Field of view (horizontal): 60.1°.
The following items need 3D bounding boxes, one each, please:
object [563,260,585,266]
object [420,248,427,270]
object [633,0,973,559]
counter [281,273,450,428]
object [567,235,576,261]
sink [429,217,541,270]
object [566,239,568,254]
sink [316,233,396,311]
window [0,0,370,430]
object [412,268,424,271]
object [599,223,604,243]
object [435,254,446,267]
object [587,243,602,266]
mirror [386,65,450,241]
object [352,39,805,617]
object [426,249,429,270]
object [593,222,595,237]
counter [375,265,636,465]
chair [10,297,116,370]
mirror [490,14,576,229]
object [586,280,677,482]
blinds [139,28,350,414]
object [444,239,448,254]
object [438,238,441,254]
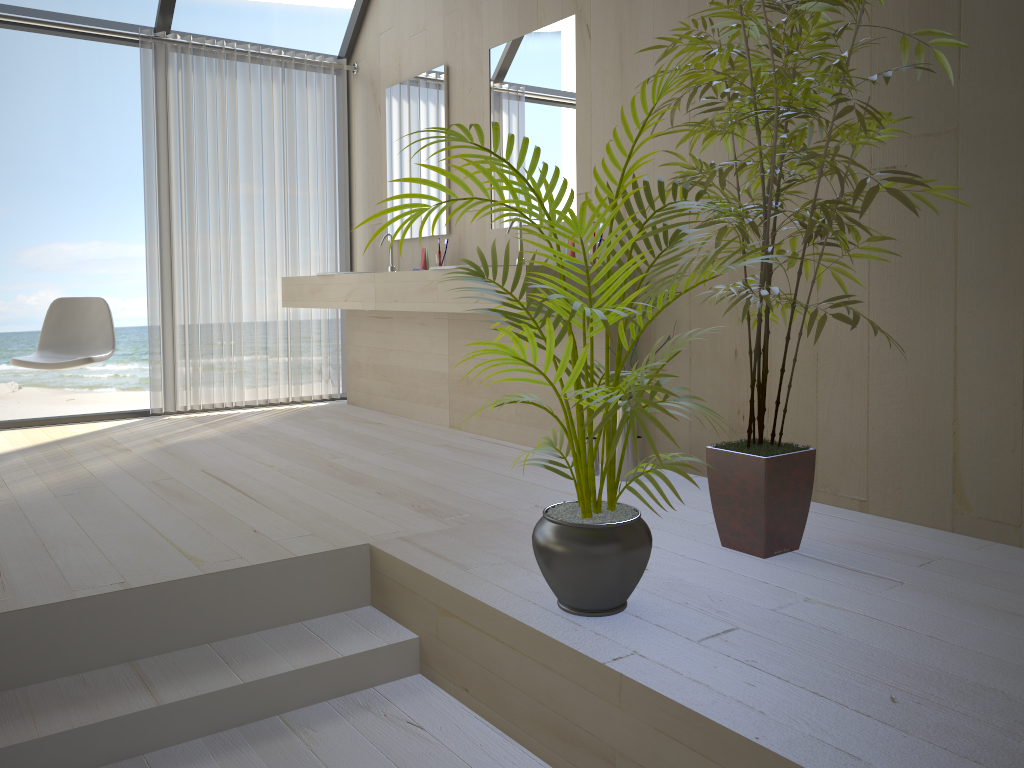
[{"bbox_3d":[0.242,-0.477,3.503,0.104,0.029,0.033,0,5,5],"label":"object"},{"bbox_3d":[-0.456,-0.633,4.566,0.039,0.134,0.039,0,3,13],"label":"object"},{"bbox_3d":[0.707,-0.437,2.324,0.787,1.751,0.938,-1,3,-10],"label":"object"},{"bbox_3d":[-0.763,-0.197,4.827,0.551,0.788,1.208,-3,6,-35],"label":"counter"},{"bbox_3d":[0.239,-0.535,3.581,0.039,0.134,0.039,0,3,6],"label":"object"},{"bbox_3d":[-0.092,-0.506,3.767,0.504,0.418,0.575,-3,6,-32],"label":"sink"},{"bbox_3d":[0.240,-0.547,3.695,0.039,0.134,0.039,0,3,6],"label":"object"},{"bbox_3d":[-0.787,-0.604,4.752,0.504,0.418,0.575,-3,6,-32],"label":"sink"},{"bbox_3d":[-2.719,-1.123,4.016,4.568,2.805,0.746,-4,4,-35],"label":"window"},{"bbox_3d":[-0.452,-0.575,4.488,0.104,0.029,0.033,0,5,5],"label":"object"},{"bbox_3d":[0.345,-0.555,3.537,0.054,0.175,0.012,-1,3,-10],"label":"object"},{"bbox_3d":[-0.365,-0.611,4.521,0.058,0.100,0.058,-2,4,-28],"label":"object"},{"bbox_3d":[0.329,-0.513,3.536,0.058,0.100,0.059,-2,4,-25],"label":"object"},{"bbox_3d":[-0.525,-1.238,4.850,0.023,0.866,0.655,-2,4,-35],"label":"mirror"},{"bbox_3d":[0.122,-0.096,1.874,0.916,1.153,0.753,-1,4,-2],"label":"object"},{"bbox_3d":[-0.455,-0.645,4.680,0.039,0.134,0.039,0,3,13],"label":"object"},{"bbox_3d":[0.327,-0.553,3.504,0.012,0.177,0.050,0,3,4],"label":"object"},{"bbox_3d":[-0.069,-0.099,3.841,0.551,0.788,1.208,-3,6,-35],"label":"counter"},{"bbox_3d":[-2.144,-0.245,4.265,0.369,0.346,0.456,-1,5,-7],"label":"chair"},{"bbox_3d":[0.094,-1.155,4.020,0.023,0.866,0.655,-2,4,-35],"label":"mirror"},{"bbox_3d":[0.451,-0.031,3.306,0.274,0.747,0.407,2,4,43],"label":"object"},{"bbox_3d":[-1.504,-0.910,5.121,1.184,2.064,0.084,-3,4,-35],"label":"blinds"},{"bbox_3d":[-0.350,-0.653,4.522,0.054,0.175,0.012,-1,3,-10],"label":"object"},{"bbox_3d":[-0.368,-0.651,4.490,0.012,0.177,0.050,0,3,4],"label":"object"}]
